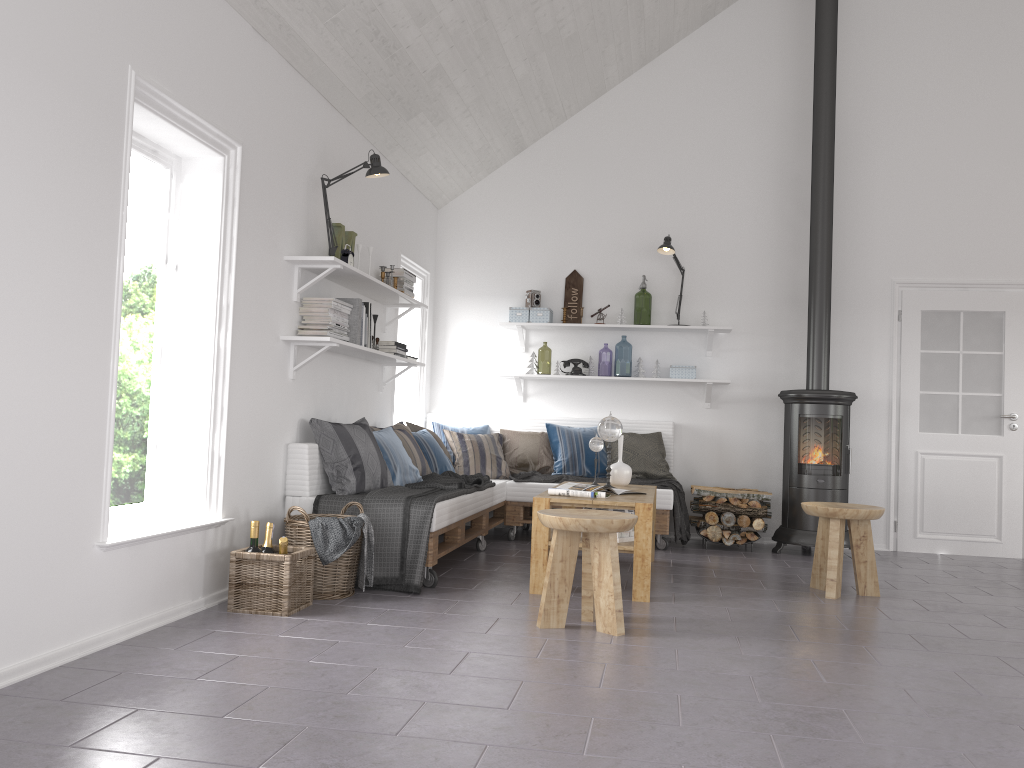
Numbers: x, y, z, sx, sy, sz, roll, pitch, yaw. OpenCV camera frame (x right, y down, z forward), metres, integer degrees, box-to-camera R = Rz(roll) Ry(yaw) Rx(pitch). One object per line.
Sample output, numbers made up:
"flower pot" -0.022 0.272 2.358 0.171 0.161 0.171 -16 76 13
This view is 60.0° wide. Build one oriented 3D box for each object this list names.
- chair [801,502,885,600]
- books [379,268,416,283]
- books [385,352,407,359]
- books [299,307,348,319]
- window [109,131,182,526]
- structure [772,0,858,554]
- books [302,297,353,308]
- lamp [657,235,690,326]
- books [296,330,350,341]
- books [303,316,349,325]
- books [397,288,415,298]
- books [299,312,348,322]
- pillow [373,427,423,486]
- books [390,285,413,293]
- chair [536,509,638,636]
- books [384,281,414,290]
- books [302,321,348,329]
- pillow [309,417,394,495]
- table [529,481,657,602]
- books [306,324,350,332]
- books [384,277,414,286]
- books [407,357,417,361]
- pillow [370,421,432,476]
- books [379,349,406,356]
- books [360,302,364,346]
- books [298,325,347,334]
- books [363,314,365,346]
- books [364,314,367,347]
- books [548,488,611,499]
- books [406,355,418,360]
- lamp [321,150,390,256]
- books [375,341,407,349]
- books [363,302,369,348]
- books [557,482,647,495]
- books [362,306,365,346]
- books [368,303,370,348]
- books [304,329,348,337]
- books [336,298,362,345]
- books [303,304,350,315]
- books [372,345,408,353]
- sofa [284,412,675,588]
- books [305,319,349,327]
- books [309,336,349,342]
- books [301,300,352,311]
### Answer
"chair" 1.795 0.902 4.832 0.431 0.479 0.431 2 -3 6
"books" -0.778 -0.738 6.048 0.176 0.053 0.290 2 -3 10
"books" -0.826 -0.182 5.854 0.191 0.032 0.258 2 -3 12
"books" -1.035 -0.387 4.867 0.180 0.028 0.296 2 -3 10
"window" -1.570 -0.232 3.628 0.117 1.655 0.685 2 -3 10
"structure" 2.281 -1.204 6.625 0.643 4.887 0.626 3 -3 -14
"books" -1.006 -0.445 4.859 0.182 0.016 0.288 2 -3 10
"lamp" 1.269 -0.797 6.911 0.196 0.703 0.439 1 -3 30
"books" -1.028 -0.263 4.843 0.176 0.025 0.331 2 -3 10
"books" -1.021 -0.348 4.876 0.167 0.017 0.263 2 -3 10
"books" -0.779 -0.618 6.034 0.172 0.032 0.239 2 -3 10
"books" -1.036 -0.365 4.871 0.182 0.016 0.288 2 -3 10
"pillow" -0.770 0.460 5.370 0.331 0.401 0.525 1 -3 29
"books" -0.779 -0.646 6.041 0.152 0.024 0.238 2 -3 10
"chair" 0.314 0.796 3.794 0.431 0.479 0.431 2 -3 7
"books" -0.779 -0.670 6.060 0.161 0.026 0.223 2 -3 10
"books" -1.023 -0.321 4.857 0.159 0.012 0.285 2 -3 10
"pillow" -0.889 0.404 4.936 0.301 0.444 0.534 1 -3 26
"table" 0.518 0.863 5.143 0.607 0.485 1.457 2 -3 10
"books" -1.011 -0.308 4.876 0.161 0.013 0.256 2 -3 10
"books" -0.777 -0.698 6.035 0.161 0.027 0.223 2 -3 10
"books" -0.777 -0.173 6.118 0.187 0.014 0.248 2 -3 8
"pillow" -0.734 0.458 5.751 0.316 0.438 0.546 1 -3 22
"books" -0.819 -0.210 5.845 0.191 0.023 0.242 2 -3 8
"books" -0.949 -0.339 5.076 0.193 0.257 0.046 2 -3 10
"books" -1.040 -0.295 4.857 0.182 0.016 0.288 2 -3 10
"books" -0.949 -0.326 5.117 0.200 0.236 0.031 2 -3 10
"books" -0.912 -0.307 5.141 0.141 0.203 0.044 2 -3 10
"books" 0.360 0.574 4.699 0.300 0.043 0.229 2 -3 14
"books" -0.783 -0.186 6.122 0.202 0.012 0.251 2 -3 11
"lamp" -0.892 -0.976 4.913 0.196 0.703 0.439 0 -4 45
"books" -0.823 -0.258 5.848 0.190 0.028 0.239 2 -3 12
"books" -0.934 -0.342 5.182 0.200 0.274 0.038 2 -3 10
"books" 0.497 0.587 4.976 0.422 0.049 0.300 4 -3 -35
"books" -0.951 -0.331 5.100 0.205 0.243 0.019 2 -3 10
"books" -0.934 -0.340 5.201 0.200 0.272 0.054 2 -3 10
"books" -1.022 -0.280 4.870 0.161 0.013 0.254 2 -3 10
"books" -0.959 -0.349 5.029 0.200 0.271 0.050 2 -3 10
"books" -1.018 -0.410 4.867 0.174 0.021 0.273 2 -3 10
"books" -0.825 -0.233 5.856 0.212 0.023 0.258 2 -3 10
"sofa" 0.048 0.661 5.838 2.017 0.932 2.855 2 -3 10
"books" -1.014 -0.333 4.867 0.161 0.012 0.254 2 -3 10
"books" -1.017 -0.243 4.852 0.159 0.012 0.285 2 -3 10
"books" -1.017 -0.429 4.866 0.182 0.016 0.288 2 -3 10
